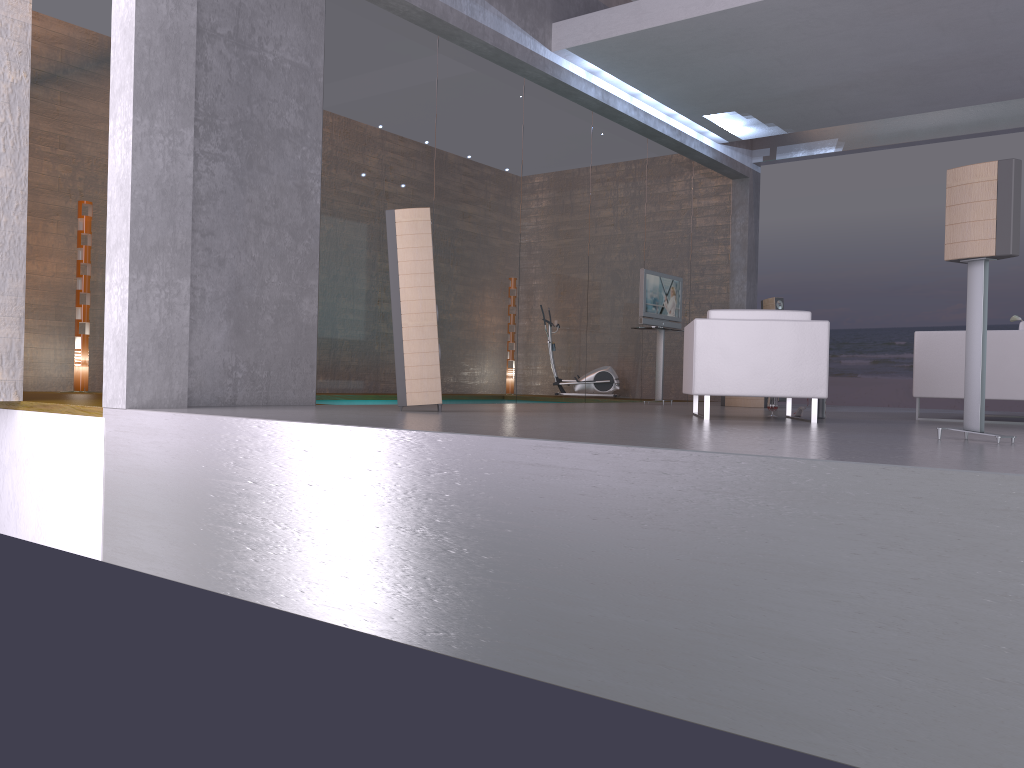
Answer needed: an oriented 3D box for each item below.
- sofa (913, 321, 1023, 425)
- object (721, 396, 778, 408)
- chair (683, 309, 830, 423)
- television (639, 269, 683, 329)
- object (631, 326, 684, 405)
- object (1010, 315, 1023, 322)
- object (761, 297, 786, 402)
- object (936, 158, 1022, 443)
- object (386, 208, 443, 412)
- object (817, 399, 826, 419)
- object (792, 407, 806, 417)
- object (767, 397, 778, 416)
[{"bbox_3d":[4.425,-0.086,8.004,1.026,0.824,2.353,2,0,37],"label":"sofa"},{"bbox_3d":[2.853,0.045,10.673,0.604,0.459,0.514,2,0,37],"label":"object"},{"bbox_3d":[1.817,-0.139,6.771,0.936,0.808,1.026,1,0,7],"label":"chair"},{"bbox_3d":[1.804,-1.011,10.696,0.054,0.644,1.000,2,0,37],"label":"television"},{"bbox_3d":[1.784,-0.233,10.702,0.360,0.958,0.818,2,0,37],"label":"object"},{"bbox_3d":[5.400,-0.182,9.108,0.400,1.051,0.387,1,0,-15],"label":"object"},{"bbox_3d":[3.593,-0.448,12.221,0.244,1.469,0.444,1,0,-28],"label":"object"},{"bbox_3d":[2.318,-0.400,4.391,0.243,1.363,0.333,1,0,-22],"label":"object"},{"bbox_3d":[-0.716,-0.539,6.464,0.444,1.473,0.244,1,0,-8],"label":"object"},{"bbox_3d":[2.473,0.060,7.131,0.109,0.435,0.109,1,0,-26],"label":"object"},{"bbox_3d":[2.409,0.232,7.453,0.079,0.087,0.235,1,0,4],"label":"object"},{"bbox_3d":[2.175,0.154,7.400,0.091,0.233,0.091,1,0,-25],"label":"object"}]
